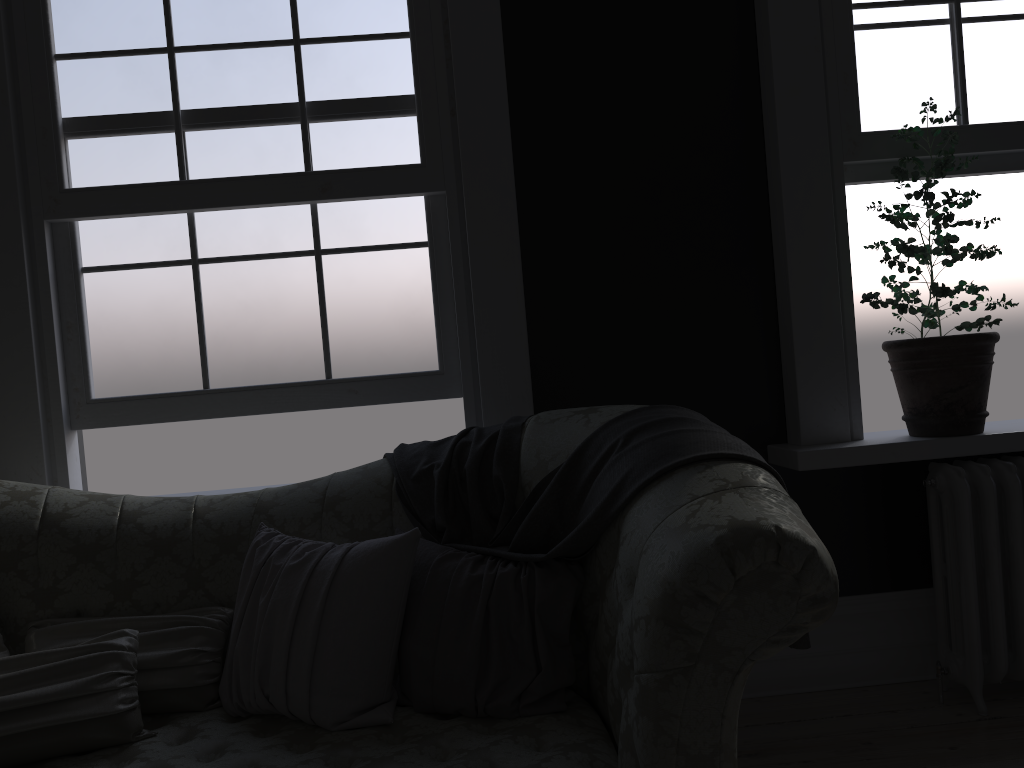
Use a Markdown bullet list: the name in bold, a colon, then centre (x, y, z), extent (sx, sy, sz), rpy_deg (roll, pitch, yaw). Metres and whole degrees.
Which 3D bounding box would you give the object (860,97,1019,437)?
- **object**: centre (1.465, -0.388, 3.070), extent (0.474, 1.134, 0.505), rpy_deg (-4, 2, 37)

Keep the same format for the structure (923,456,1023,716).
- **structure**: centre (1.993, 0.651, 3.054), extent (1.141, 0.849, 0.276), rpy_deg (-5, 1, -3)

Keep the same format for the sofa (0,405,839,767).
- **sofa**: centre (-0.802, 0.733, 2.252), extent (2.813, 1.161, 1.605), rpy_deg (-5, 1, -2)

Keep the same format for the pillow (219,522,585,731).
- **pillow**: centre (-0.293, 0.581, 2.227), extent (0.964, 0.462, 0.404), rpy_deg (-5, 1, 5)

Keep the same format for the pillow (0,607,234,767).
- **pillow**: centre (-1.286, 0.685, 2.156), extent (1.105, 0.416, 0.529), rpy_deg (-5, 1, -3)

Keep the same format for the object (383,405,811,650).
- **object**: centre (0.126, 0.366, 2.395), extent (0.516, 0.585, 1.368), rpy_deg (-6, 1, -44)

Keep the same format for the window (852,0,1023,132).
- **window**: centre (1.806, -1.362, 3.216), extent (1.263, 1.017, 0.056), rpy_deg (-5, 1, -3)

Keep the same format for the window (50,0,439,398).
- **window**: centre (-0.927, -0.804, 3.085), extent (1.263, 1.672, 0.056), rpy_deg (-5, 1, -3)
